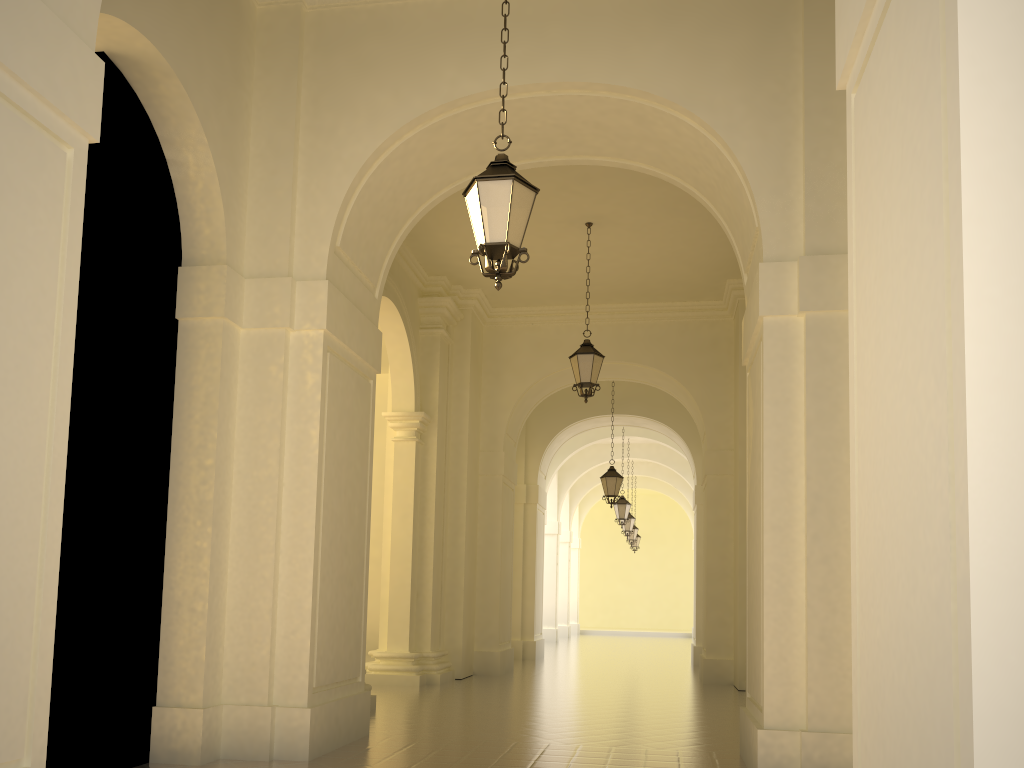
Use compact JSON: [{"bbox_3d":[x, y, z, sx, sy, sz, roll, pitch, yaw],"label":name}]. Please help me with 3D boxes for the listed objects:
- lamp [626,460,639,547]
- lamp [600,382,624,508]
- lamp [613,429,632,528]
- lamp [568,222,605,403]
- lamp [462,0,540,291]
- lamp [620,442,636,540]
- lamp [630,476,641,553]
[{"bbox_3d":[4.246,4.128,30.967,0.510,3.260,0.449,0,-5,10],"label":"lamp"},{"bbox_3d":[2.113,0.978,18.424,0.443,3.260,0.516,3,-6,-20],"label":"lamp"},{"bbox_3d":[2.957,2.224,23.383,0.510,3.260,0.449,0,-5,10],"label":"lamp"},{"bbox_3d":[1.045,-0.989,12.120,0.444,2.527,0.515,-3,-7,40],"label":"lamp"},{"bbox_3d":[-0.048,-2.214,5.713,0.443,3.260,0.516,3,-6,-20],"label":"lamp"},{"bbox_3d":[3.607,3.185,27.209,0.510,3.260,0.449,0,-5,10],"label":"lamp"},{"bbox_3d":[4.881,5.066,34.701,0.510,3.260,0.449,0,-5,10],"label":"lamp"}]
